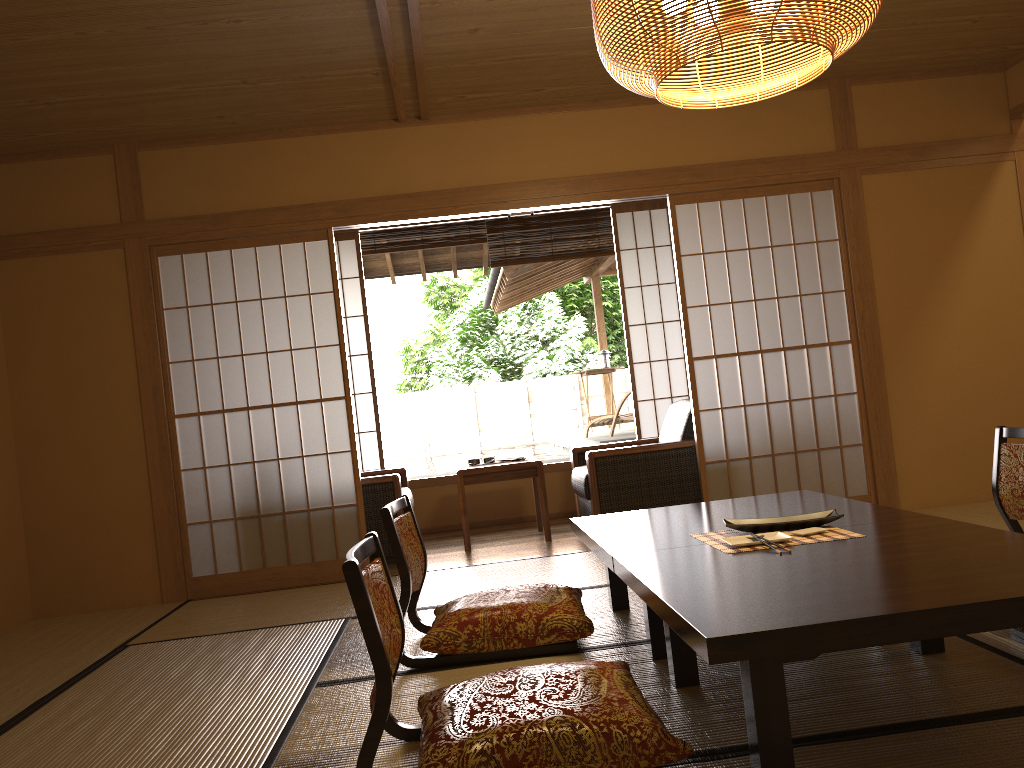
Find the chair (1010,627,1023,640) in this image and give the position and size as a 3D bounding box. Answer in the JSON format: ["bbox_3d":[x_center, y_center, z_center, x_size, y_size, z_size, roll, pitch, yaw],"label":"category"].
[{"bbox_3d":[1.713,0.426,2.379,0.687,0.546,0.583,-6,-1,0],"label":"chair"}]

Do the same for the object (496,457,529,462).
[{"bbox_3d":[0.002,0.492,5.760,0.181,0.015,0.131,-8,-2,41],"label":"object"}]

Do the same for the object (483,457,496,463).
[{"bbox_3d":[-0.149,0.500,5.815,0.084,0.037,0.084,-6,-2,-12],"label":"object"}]

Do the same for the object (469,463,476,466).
[{"bbox_3d":[-0.254,0.518,5.711,0.050,0.018,0.015,-8,-2,38],"label":"object"}]

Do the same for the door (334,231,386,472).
[{"bbox_3d":[-1.523,-0.146,6.539,0.992,1.873,0.040,-6,-1,-4],"label":"door"}]

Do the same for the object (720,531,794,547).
[{"bbox_3d":[0.708,0.453,2.570,0.180,0.014,0.130,-6,-2,-2],"label":"object"}]

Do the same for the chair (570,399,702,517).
[{"bbox_3d":[0.871,0.518,5.757,0.943,0.779,0.873,-6,-1,-4],"label":"chair"}]

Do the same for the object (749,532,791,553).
[{"bbox_3d":[0.721,0.443,2.488,0.006,0.030,0.229,-6,-2,-12],"label":"object"}]

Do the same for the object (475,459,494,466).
[{"bbox_3d":[-0.177,0.505,5.699,0.130,0.026,0.038,-6,-2,-19],"label":"object"}]

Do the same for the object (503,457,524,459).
[{"bbox_3d":[0.004,0.481,5.765,0.006,0.007,0.230,-5,-2,-38],"label":"object"}]

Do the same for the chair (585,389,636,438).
[{"bbox_3d":[1.238,0.042,8.463,0.677,0.851,1.227,-6,-2,-29],"label":"chair"}]

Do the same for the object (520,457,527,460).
[{"bbox_3d":[0.073,0.479,5.666,0.050,0.018,0.015,-6,-1,-17],"label":"object"}]

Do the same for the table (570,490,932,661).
[{"bbox_3d":[0.779,0.653,3.163,0.994,0.356,0.995,-6,-2,-4],"label":"table"}]

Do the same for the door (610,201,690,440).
[{"bbox_3d":[1.341,-0.465,6.723,0.992,1.873,0.040,-6,-1,-4],"label":"door"}]

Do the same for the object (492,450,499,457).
[{"bbox_3d":[-0.132,0.475,5.831,0.117,0.068,0.038,-5,-2,-38],"label":"object"}]

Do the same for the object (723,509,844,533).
[{"bbox_3d":[0.840,0.431,2.757,0.349,0.039,0.129,-7,-2,10],"label":"object"}]

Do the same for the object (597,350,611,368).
[{"bbox_3d":[1.129,-0.301,10.758,0.176,0.240,0.176,-6,-1,-35],"label":"object"}]

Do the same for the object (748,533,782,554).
[{"bbox_3d":[0.705,0.445,2.483,0.006,0.030,0.229,-6,-2,-6],"label":"object"}]

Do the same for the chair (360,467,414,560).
[{"bbox_3d":[-1.109,0.738,5.630,0.943,0.779,0.873,-6,-1,-4],"label":"chair"}]

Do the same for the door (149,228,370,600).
[{"bbox_3d":[-1.377,0.156,4.874,0.992,1.933,0.040,-6,-1,-4],"label":"door"}]

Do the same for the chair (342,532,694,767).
[{"bbox_3d":[-0.016,0.613,2.092,0.699,0.546,0.583,-6,-1,-5],"label":"chair"}]

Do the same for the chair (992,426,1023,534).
[{"bbox_3d":[1.656,0.460,3.230,0.699,0.546,0.583,-6,-1,-5],"label":"chair"}]

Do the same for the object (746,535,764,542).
[{"bbox_3d":[0.702,0.447,2.556,0.050,0.018,0.015,-6,-1,-7],"label":"object"}]

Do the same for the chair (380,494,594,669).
[{"bbox_3d":[-0.089,0.656,3.177,0.687,0.546,0.583,-6,-1,0],"label":"chair"}]

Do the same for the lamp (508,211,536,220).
[{"bbox_3d":[0.026,-1.425,5.734,0.330,0.681,0.330,-6,-1,-4],"label":"lamp"}]

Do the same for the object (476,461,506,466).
[{"bbox_3d":[-0.146,0.510,5.661,0.230,0.007,0.006,-6,-1,-14],"label":"object"}]

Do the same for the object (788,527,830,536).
[{"bbox_3d":[0.877,0.438,2.617,0.099,0.013,0.067,-6,-2,-20],"label":"object"}]

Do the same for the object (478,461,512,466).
[{"bbox_3d":[-0.114,0.506,5.647,0.230,0.007,0.006,-6,-1,-8],"label":"object"}]

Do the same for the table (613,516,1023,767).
[{"bbox_3d":[0.843,0.613,2.170,0.994,0.356,0.995,-6,-2,-4],"label":"table"}]

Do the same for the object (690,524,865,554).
[{"bbox_3d":[0.782,0.456,2.670,0.401,0.003,0.398,-6,-2,-4],"label":"object"}]

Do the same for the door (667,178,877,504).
[{"bbox_3d":[1.485,-0.162,5.058,0.992,1.933,0.040,-6,-1,-4],"label":"door"}]

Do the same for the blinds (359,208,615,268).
[{"bbox_3d":[-0.194,-1.169,6.701,1.932,0.594,0.048,-6,-1,-4],"label":"blinds"}]

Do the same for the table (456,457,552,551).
[{"bbox_3d":[-0.066,0.760,5.732,0.540,0.500,0.540,-6,-1,-4],"label":"table"}]

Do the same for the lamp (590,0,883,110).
[{"bbox_3d":[0.606,-1.275,2.520,0.799,0.825,0.798,-7,-1,20],"label":"lamp"}]

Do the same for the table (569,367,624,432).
[{"bbox_3d":[1.063,0.194,10.723,0.669,0.731,0.669,-6,-1,-1],"label":"table"}]

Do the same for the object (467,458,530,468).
[{"bbox_3d":[-0.093,0.510,5.735,0.401,0.003,0.300,-6,-2,-4],"label":"object"}]

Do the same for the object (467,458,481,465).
[{"bbox_3d":[-0.249,0.511,5.806,0.084,0.037,0.084,-7,-2,24],"label":"object"}]
